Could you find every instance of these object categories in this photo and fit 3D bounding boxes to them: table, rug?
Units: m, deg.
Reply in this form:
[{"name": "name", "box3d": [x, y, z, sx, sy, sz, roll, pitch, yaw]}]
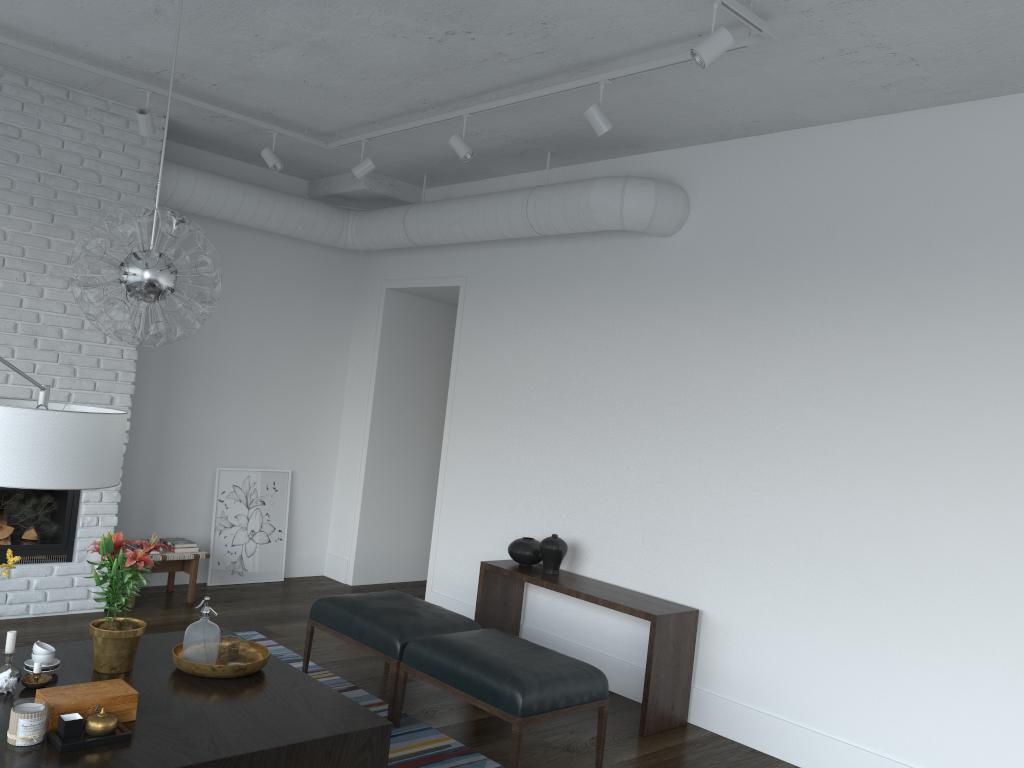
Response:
[{"name": "table", "box3d": [-2.474, 1.319, 6.133, 0.605, 0.345, 0.405, 8, -2, -44]}, {"name": "rug", "box3d": [-1.326, 1.543, 3.313, 2.735, 0.012, 3.760, 8, -2, -44]}, {"name": "table", "box3d": [0.374, 1.467, 5.144, 0.375, 0.617, 1.362, 8, -2, -44]}, {"name": "table", "box3d": [-1.395, 1.331, 3.280, 1.306, 0.394, 1.362, 8, -2, -44]}]

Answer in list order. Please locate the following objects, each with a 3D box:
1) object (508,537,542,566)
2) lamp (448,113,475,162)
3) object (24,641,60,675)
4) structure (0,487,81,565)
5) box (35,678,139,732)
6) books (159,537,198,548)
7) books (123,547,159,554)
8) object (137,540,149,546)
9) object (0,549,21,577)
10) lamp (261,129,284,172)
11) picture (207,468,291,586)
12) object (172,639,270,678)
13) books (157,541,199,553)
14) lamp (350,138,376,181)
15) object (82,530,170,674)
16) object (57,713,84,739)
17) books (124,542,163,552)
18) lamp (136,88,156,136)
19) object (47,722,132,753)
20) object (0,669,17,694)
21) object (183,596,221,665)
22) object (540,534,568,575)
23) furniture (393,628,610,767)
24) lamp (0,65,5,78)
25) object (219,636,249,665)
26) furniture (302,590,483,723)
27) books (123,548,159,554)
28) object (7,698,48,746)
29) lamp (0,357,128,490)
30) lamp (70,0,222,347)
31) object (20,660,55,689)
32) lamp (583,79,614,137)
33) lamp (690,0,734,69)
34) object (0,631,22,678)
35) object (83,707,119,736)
[{"name": "object", "box3d": [0.095, 1.050, 5.555, 0.245, 0.168, 0.245, 5, -2, 38]}, {"name": "lamp", "box3d": [-0.267, -1.351, 4.822, 0.154, 0.285, 0.094, 6, -1, 19]}, {"name": "object", "box3d": [-1.776, 1.035, 3.358, 0.121, 0.113, 0.124, 7, -1, -24]}, {"name": "structure", "box3d": [-3.337, 0.813, 5.357, 1.168, 0.578, 0.675, 8, -2, -44]}, {"name": "box", "box3d": [-1.423, 1.075, 2.968, 0.294, 0.093, 0.169, 8, -2, -44]}, {"name": "books", "box3d": [-2.355, 1.119, 6.259, 0.238, 0.025, 0.173, 5, -2, 44]}, {"name": "books", "box3d": [-2.531, 1.123, 6.047, 0.171, 0.011, 0.306, 8, -2, -45]}, {"name": "object", "box3d": [-2.553, 1.078, 6.049, 0.093, 0.038, 0.134, 6, -1, 13]}, {"name": "object", "box3d": [-1.879, 0.841, 3.223, 0.121, 0.470, 0.120, 7, -1, -28]}, {"name": "lamp", "box3d": [-1.495, -1.470, 5.551, 0.154, 0.285, 0.093, 6, -1, 24]}, {"name": "picture", "box3d": [-2.042, 1.107, 6.928, 0.637, 0.884, 0.093, 8, -2, -44]}, {"name": "object", "box3d": [-1.194, 1.128, 3.638, 0.383, 0.068, 0.383, 6, -1, -1]}, {"name": "books", "box3d": [-2.352, 1.147, 6.253, 0.267, 0.032, 0.185, 5, -2, 44]}, {"name": "lamp", "box3d": [-0.920, -1.407, 5.522, 0.154, 0.285, 0.104, 6, -1, -3]}, {"name": "object", "box3d": [-1.527, 0.842, 3.454, 0.275, 0.558, 0.284, 6, -1, 8]}, {"name": "object", "box3d": [-1.390, 1.076, 2.793, 0.058, 0.055, 0.058, 8, -2, -44]}, {"name": "books", "box3d": [-2.538, 1.108, 6.054, 0.280, 0.019, 0.202, 5, -2, 44]}, {"name": "lamp", "box3d": [-2.065, -1.546, 5.006, 0.097, 0.285, 0.154, 6, -1, -3]}, {"name": "object", "box3d": [-1.340, 1.116, 2.815, 0.214, 0.023, 0.130, 8, -2, -44]}, {"name": "object", "box3d": [-1.808, 1.050, 3.139, 0.124, 0.078, 0.069, 6, -2, 29]}, {"name": "object", "box3d": [-1.259, 1.008, 3.614, 0.143, 0.288, 0.143, 6, -1, 18]}, {"name": "object", "box3d": [0.248, 1.030, 5.379, 0.171, 0.236, 0.171, 7, -2, -39]}, {"name": "furniture", "box3d": [-0.053, 1.469, 4.170, 0.583, 0.476, 0.827, 8, -2, -44]}, {"name": "lamp", "box3d": [-2.630, -1.621, 4.462, 0.090, 0.285, 0.154, 6, -1, 14]}, {"name": "object", "box3d": [-1.161, 1.119, 3.693, 0.085, 0.089, 0.195, 7, -2, -34]}, {"name": "furniture", "box3d": [-0.639, 1.417, 4.786, 0.584, 0.478, 0.828, 8, -2, -44]}, {"name": "books", "box3d": [-2.538, 1.133, 6.057, 0.172, 0.011, 0.273, 8, -2, -45]}, {"name": "object", "box3d": [-1.501, 1.051, 2.759, 0.117, 0.116, 0.106, 6, -1, 26]}, {"name": "lamp", "box3d": [-1.198, 0.643, 1.550, 0.432, 1.738, 2.162, 7, -1, -10]}, {"name": "lamp", "box3d": [-1.372, -0.919, 3.491, 0.552, 1.546, 0.552, 5, -2, 34]}, {"name": "object", "box3d": [-1.717, 1.047, 3.206, 0.102, 0.098, 0.102, 6, -1, -4]}, {"name": "lamp", "box3d": [0.409, -1.292, 4.109, 0.154, 0.285, 0.100, 7, -1, -21]}, {"name": "lamp", "box3d": [0.728, -1.278, 3.200, 0.154, 0.285, 0.088, 6, -1, 2]}, {"name": "object", "box3d": [-1.860, 0.994, 3.281, 0.098, 0.174, 0.098, 5, -2, 41]}, {"name": "object", "box3d": [-1.313, 1.074, 2.838, 0.103, 0.077, 0.103, 6, -1, 18]}]
